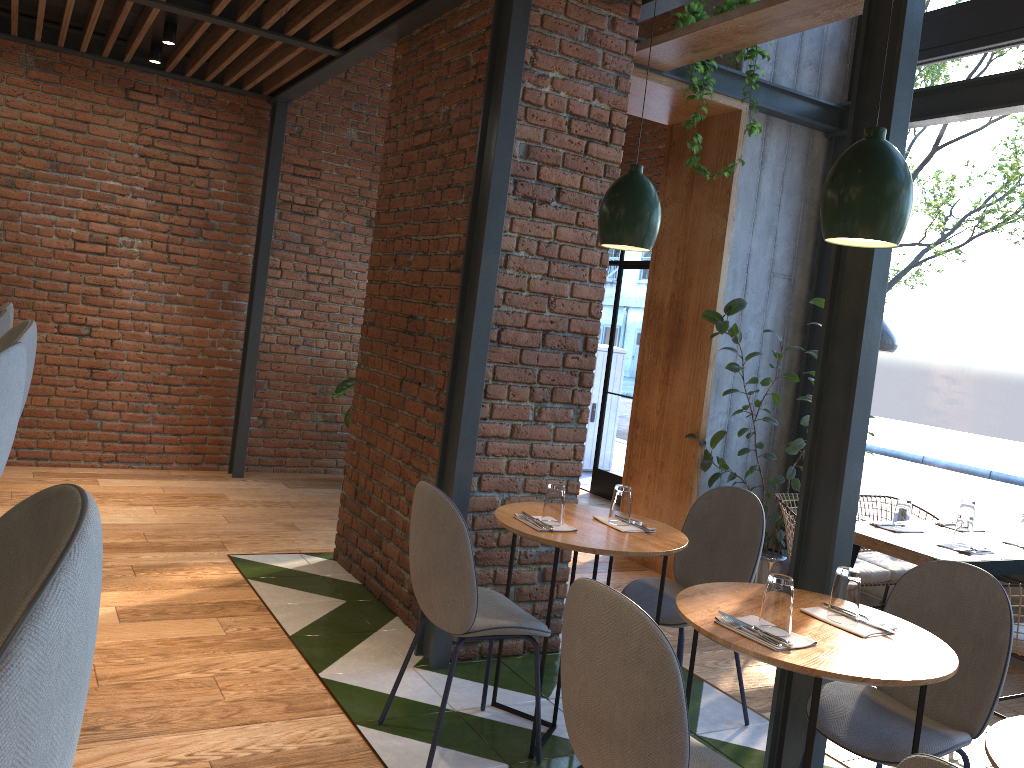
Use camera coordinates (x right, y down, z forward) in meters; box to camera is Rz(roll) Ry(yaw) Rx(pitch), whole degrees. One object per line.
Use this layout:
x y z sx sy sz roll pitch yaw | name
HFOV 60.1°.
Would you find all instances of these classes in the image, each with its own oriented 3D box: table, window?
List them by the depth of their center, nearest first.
1.173 1.106 1.553 0.698 0.746 0.702 6 3 -20 | table
4.418 -1.375 2.120 0.127 5.592 8.754 7 3 -30 | window
0.735 0.999 2.326 0.700 0.746 0.699 8 2 12 | table
0.237 0.877 3.205 0.700 0.746 0.699 8 2 16 | table
2.073 1.066 4.123 1.268 0.705 0.660 5 3 -30 | table
1.249 -0.263 7.377 0.097 2.697 2.144 7 2 -30 | window

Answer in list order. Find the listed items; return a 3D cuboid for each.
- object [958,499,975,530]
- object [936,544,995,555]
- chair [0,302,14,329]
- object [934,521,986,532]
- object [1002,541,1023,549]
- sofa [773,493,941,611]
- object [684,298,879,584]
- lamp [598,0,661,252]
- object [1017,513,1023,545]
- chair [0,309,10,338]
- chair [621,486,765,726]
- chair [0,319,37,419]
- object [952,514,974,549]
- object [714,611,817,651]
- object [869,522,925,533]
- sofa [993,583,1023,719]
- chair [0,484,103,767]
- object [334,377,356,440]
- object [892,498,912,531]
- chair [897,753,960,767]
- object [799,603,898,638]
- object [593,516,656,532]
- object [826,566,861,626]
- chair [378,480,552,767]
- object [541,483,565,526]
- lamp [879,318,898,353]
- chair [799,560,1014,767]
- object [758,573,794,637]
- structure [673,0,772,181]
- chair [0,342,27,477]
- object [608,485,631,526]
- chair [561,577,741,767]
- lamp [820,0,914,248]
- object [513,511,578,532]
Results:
2.235 0.639 4.353 0.080 0.138 0.080 8 2 33 | object
1.951 0.706 3.820 0.242 0.019 0.158 5 5 -33 | object
-2.585 0.223 3.967 0.506 1.242 0.420 6 2 -31 | chair
2.222 0.702 4.378 0.242 0.019 0.158 5 4 -30 | object
2.386 0.742 4.088 0.242 0.019 0.158 5 4 -30 | object
1.793 0.984 4.618 1.089 0.732 0.472 5 3 -30 | sofa
1.580 0.382 5.305 1.020 1.771 1.061 8 2 29 | object
0.533 -1.489 3.159 0.223 2.020 0.224 7 1 -27 | lamp
2.400 0.675 4.117 0.080 0.138 0.080 9 2 43 | object
-2.237 0.310 3.325 0.506 1.242 0.420 6 2 -32 | chair
0.685 0.846 3.456 0.506 0.887 0.420 6 2 -34 | chair
-1.796 0.396 2.698 0.506 1.242 0.420 6 2 -34 | chair
1.964 0.639 3.850 0.080 0.138 0.080 8 2 20 | object
0.620 0.607 2.203 0.157 0.019 0.243 5 5 -33 | object
1.806 0.666 4.138 0.242 0.019 0.158 5 4 -27 | object
2.348 1.120 3.639 1.089 0.732 0.472 5 3 -30 | sofa
-0.636 0.692 0.637 0.506 1.242 0.420 6 2 -30 | chair
-1.063 0.220 7.171 0.716 1.195 0.633 8 2 20 | object
1.814 0.602 4.110 0.080 0.138 0.080 7 2 -14 | object
0.798 1.003 1.336 0.506 0.887 0.419 6 2 -24 | chair
0.908 0.632 2.370 0.157 0.019 0.243 5 5 -33 | object
0.417 0.511 3.246 0.157 0.019 0.243 5 4 -26 | object
0.891 0.563 2.366 0.080 0.138 0.080 6 2 -20 | object
-0.124 0.776 2.995 0.506 0.887 0.420 6 2 -29 | chair
0.149 0.420 3.106 0.080 0.138 0.080 7 2 7 | object
1.999 -2.400 4.354 0.352 4.486 0.354 7 1 -25 | lamp
1.113 0.962 2.537 0.506 0.887 0.420 6 2 -29 | chair
0.659 0.546 2.197 0.080 0.138 0.080 7 2 10 | object
1.098 -1.606 4.789 0.512 0.968 0.666 6 2 -38 | structure
-1.457 0.496 2.016 0.507 1.242 0.419 7 1 -19 | chair
0.399 0.442 3.245 0.080 0.138 0.080 5 2 -43 | object
0.335 0.894 2.094 0.506 0.887 0.420 6 2 -34 | chair
1.031 -1.367 2.281 0.223 2.020 0.224 7 1 -27 | lamp
0.111 0.481 3.115 0.157 0.019 0.243 5 4 -26 | object
